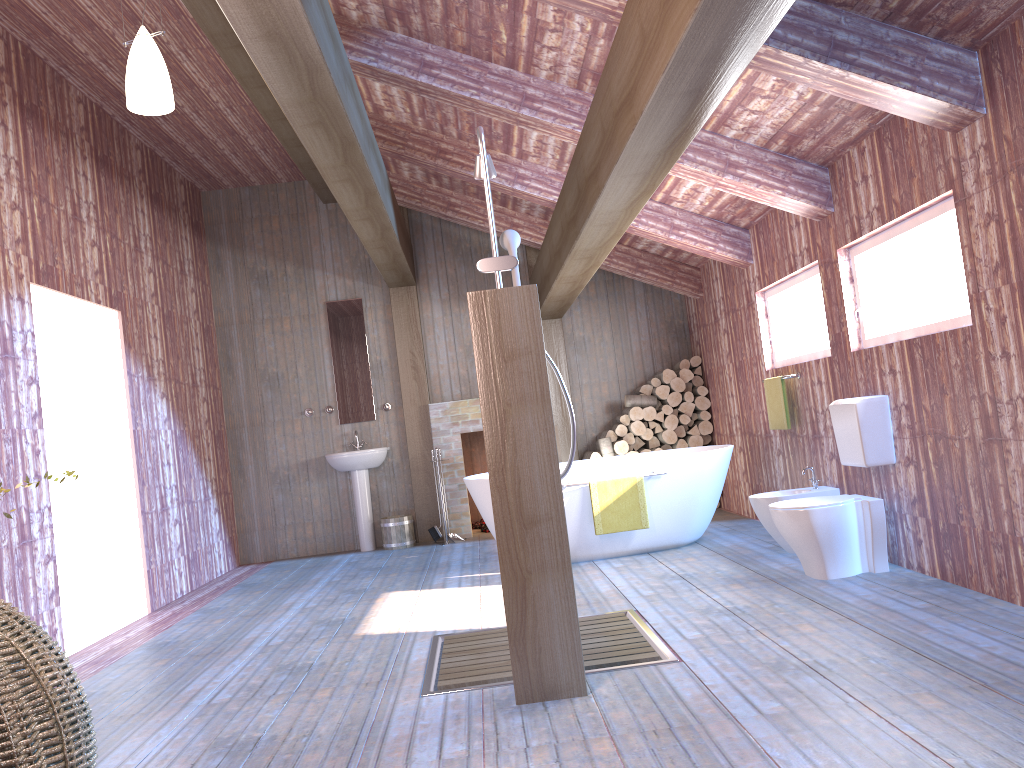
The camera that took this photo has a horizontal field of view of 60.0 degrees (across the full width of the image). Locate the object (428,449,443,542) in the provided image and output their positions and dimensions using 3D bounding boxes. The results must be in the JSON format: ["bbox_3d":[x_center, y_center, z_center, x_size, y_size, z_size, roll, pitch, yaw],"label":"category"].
[{"bbox_3d":[-0.745,1.030,8.186,0.136,0.846,0.062,-6,-3,-21],"label":"object"}]

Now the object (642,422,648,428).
[{"bbox_3d":[1.243,0.386,8.398,0.057,0.061,0.156,-7,-3,-3],"label":"object"}]

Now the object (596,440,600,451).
[{"bbox_3d":[0.875,0.590,8.497,0.108,0.113,0.302,-7,-3,-2],"label":"object"}]

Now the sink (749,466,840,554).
[{"bbox_3d":[1.743,0.785,5.501,0.515,0.517,0.335,-7,-3,-2],"label":"sink"}]

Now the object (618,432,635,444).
[{"bbox_3d":[1.082,0.519,8.409,0.111,0.113,0.301,-7,-3,-3],"label":"object"}]

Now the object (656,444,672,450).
[{"bbox_3d":[1.451,0.633,8.507,0.116,0.118,0.289,-7,-3,-5],"label":"object"}]

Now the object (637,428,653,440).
[{"bbox_3d":[1.256,0.472,8.405,0.115,0.123,0.291,-7,-3,-2],"label":"object"}]

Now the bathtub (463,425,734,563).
[{"bbox_3d":[0.622,0.679,6.478,1.935,1.109,1.460,-8,-3,19],"label":"bathtub"}]

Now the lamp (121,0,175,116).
[{"bbox_3d":[-1.466,-1.572,3.478,0.174,1.001,0.174,-6,-3,-22],"label":"lamp"}]

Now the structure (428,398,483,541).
[{"bbox_3d":[-0.162,0.782,8.515,1.130,1.330,0.226,-7,-3,-3],"label":"structure"}]

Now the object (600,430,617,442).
[{"bbox_3d":[0.915,0.497,8.436,0.114,0.113,0.301,-7,-3,-5],"label":"object"}]

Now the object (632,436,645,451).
[{"bbox_3d":[1.185,0.563,8.498,0.128,0.150,0.323,-7,-3,-2],"label":"object"}]

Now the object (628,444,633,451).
[{"bbox_3d":[1.098,0.599,8.406,0.064,0.068,0.174,-7,-3,-3],"label":"object"}]

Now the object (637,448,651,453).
[{"bbox_3d":[1.243,0.667,8.401,0.114,0.120,0.303,-7,-3,-2],"label":"object"}]

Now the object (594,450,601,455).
[{"bbox_3d":[0.844,0.677,8.489,0.099,0.093,0.280,-7,-3,-2],"label":"object"}]

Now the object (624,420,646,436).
[{"bbox_3d":[1.151,0.420,8.406,0.141,0.143,0.437,-7,-3,-4],"label":"object"}]

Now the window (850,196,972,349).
[{"bbox_3d":[1.970,-0.513,4.362,0.054,0.587,1.255,-7,-3,-2],"label":"window"}]

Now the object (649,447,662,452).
[{"bbox_3d":[1.345,0.650,8.402,0.098,0.100,0.437,-7,-3,-4],"label":"object"}]

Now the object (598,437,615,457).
[{"bbox_3d":[0.884,0.642,8.214,0.147,0.298,0.109,-7,-3,0],"label":"object"}]

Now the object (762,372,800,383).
[{"bbox_3d":[1.837,-0.035,6.104,0.091,0.043,0.581,-7,-3,-2],"label":"object"}]

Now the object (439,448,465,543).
[{"bbox_3d":[-0.598,1.024,8.180,0.206,0.871,0.126,-9,-4,40],"label":"object"}]

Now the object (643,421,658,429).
[{"bbox_3d":[1.318,0.387,8.415,0.088,0.092,0.280,-7,-3,-2],"label":"object"}]

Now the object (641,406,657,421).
[{"bbox_3d":[1.262,0.283,8.424,0.138,0.147,0.440,-7,-3,-2],"label":"object"}]

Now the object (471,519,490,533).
[{"bbox_3d":[-0.013,1.418,9.133,0.829,0.085,0.935,-6,-3,-20],"label":"object"}]

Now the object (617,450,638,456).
[{"bbox_3d":[1.102,0.693,8.407,0.139,0.148,0.458,-7,-3,-2],"label":"object"}]

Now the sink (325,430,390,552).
[{"bbox_3d":[-1.416,1.002,8.315,0.582,1.143,0.475,-7,-3,-3],"label":"sink"}]

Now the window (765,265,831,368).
[{"bbox_3d":[1.935,-0.431,5.906,0.054,0.587,1.255,-7,-3,-2],"label":"window"}]

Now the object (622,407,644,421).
[{"bbox_3d":[1.147,0.283,8.419,0.135,0.145,0.439,-7,-3,-2],"label":"object"}]

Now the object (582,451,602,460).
[{"bbox_3d":[0.758,0.707,8.387,0.139,0.137,0.455,-7,-3,-4],"label":"object"}]

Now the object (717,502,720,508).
[{"bbox_3d":[1.875,1.123,8.453,0.114,0.113,0.301,-7,-3,-5],"label":"object"}]

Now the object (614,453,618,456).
[{"bbox_3d":[0.947,0.705,8.477,0.121,0.124,0.291,-7,-3,-2],"label":"object"}]

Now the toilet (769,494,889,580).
[{"bbox_3d":[1.660,0.815,4.710,0.534,0.400,0.375,-7,-3,-2],"label":"toilet"}]

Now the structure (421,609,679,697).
[{"bbox_3d":[0.132,1.181,3.889,1.000,0.067,1.000,-7,-3,-3],"label":"structure"}]

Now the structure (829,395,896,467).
[{"bbox_3d":[1.869,0.253,4.743,0.182,0.363,0.358,-7,-3,-2],"label":"structure"}]

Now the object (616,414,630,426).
[{"bbox_3d":[1.056,0.342,8.417,0.106,0.112,0.282,-7,-3,-2],"label":"object"}]

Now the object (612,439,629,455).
[{"bbox_3d":[1.002,0.594,8.393,0.138,0.147,0.440,-7,-3,-2],"label":"object"}]

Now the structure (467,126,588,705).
[{"bbox_3d":[0.037,0.044,3.405,0.328,2.209,0.522,-8,-3,18],"label":"structure"}]

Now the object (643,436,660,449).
[{"bbox_3d":[1.335,0.560,8.507,0.104,0.127,0.321,-7,-3,-2],"label":"object"}]

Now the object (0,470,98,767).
[{"bbox_3d":[-1.564,0.752,2.151,0.972,1.073,0.970,-6,-3,-22],"label":"object"}]

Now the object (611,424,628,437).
[{"bbox_3d":[1.014,0.437,8.395,0.115,0.123,0.291,-7,-3,-2],"label":"object"}]
